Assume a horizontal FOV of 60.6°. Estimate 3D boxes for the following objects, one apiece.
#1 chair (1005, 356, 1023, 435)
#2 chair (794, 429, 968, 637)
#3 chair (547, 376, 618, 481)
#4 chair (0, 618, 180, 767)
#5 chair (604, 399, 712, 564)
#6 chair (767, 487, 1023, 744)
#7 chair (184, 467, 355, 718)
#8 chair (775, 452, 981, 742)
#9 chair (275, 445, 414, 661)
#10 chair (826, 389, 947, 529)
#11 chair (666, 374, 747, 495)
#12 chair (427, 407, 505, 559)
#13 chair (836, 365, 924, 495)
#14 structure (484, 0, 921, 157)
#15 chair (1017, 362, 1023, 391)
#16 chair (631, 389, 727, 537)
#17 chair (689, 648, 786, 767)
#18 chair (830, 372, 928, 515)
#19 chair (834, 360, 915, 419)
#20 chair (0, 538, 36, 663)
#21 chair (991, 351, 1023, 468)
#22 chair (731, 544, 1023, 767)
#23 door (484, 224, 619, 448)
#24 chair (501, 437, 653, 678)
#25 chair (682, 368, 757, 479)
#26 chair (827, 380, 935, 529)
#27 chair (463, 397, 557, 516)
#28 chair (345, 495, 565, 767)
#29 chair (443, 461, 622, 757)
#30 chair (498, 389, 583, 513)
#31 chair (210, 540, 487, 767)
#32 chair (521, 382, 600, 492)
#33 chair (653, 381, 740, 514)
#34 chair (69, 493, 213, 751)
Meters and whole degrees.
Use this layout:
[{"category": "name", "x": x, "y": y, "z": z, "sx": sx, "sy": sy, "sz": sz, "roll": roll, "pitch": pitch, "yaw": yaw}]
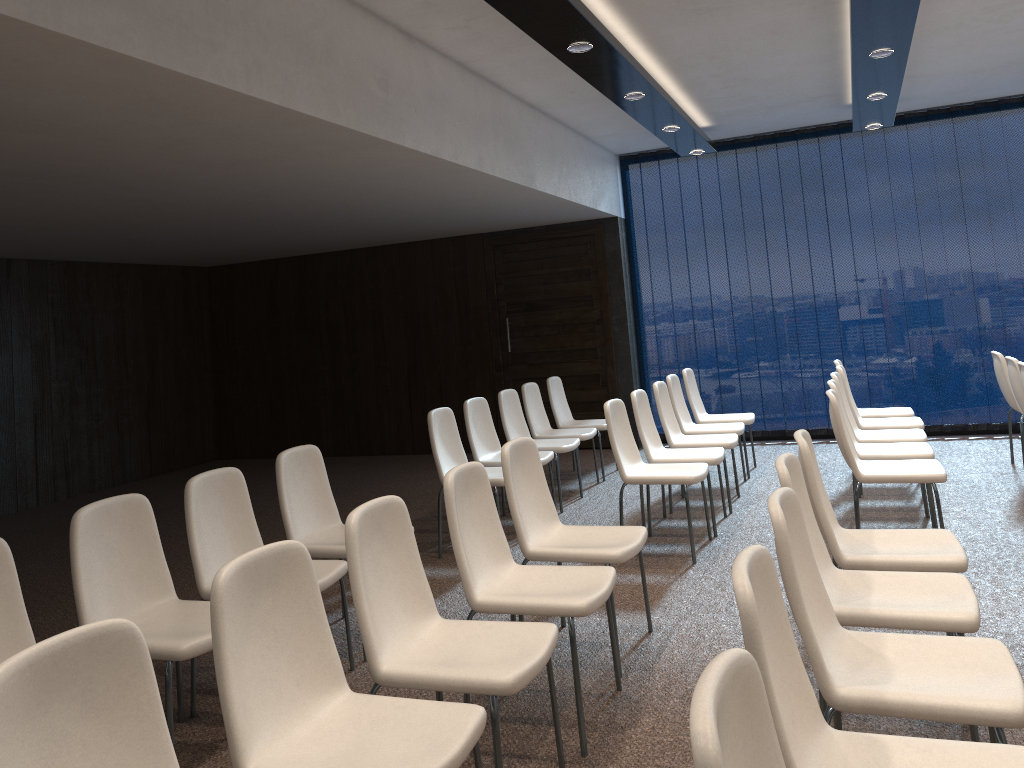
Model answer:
[{"category": "chair", "x": 3.770, "y": 0.244, "z": 6.033, "sx": 0.555, "sy": 0.909, "sz": 0.530, "roll": -6, "pitch": -3, "yaw": 20}, {"category": "chair", "x": 1.411, "y": 0.627, "z": 3.336, "sx": 0.555, "sy": 0.909, "sz": 0.530, "roll": -6, "pitch": -3, "yaw": 20}, {"category": "chair", "x": 0.641, "y": 0.372, "z": 7.905, "sx": 0.555, "sy": 0.909, "sz": 0.530, "roll": -6, "pitch": -3, "yaw": 21}, {"category": "chair", "x": -0.594, "y": 0.918, "z": 1.528, "sx": 0.554, "sy": 0.909, "sz": 0.530, "roll": -6, "pitch": -3, "yaw": 24}, {"category": "chair", "x": 0.881, "y": 0.537, "z": 5.257, "sx": 0.555, "sy": 0.909, "sz": 0.530, "roll": -6, "pitch": -3, "yaw": 23}, {"category": "chair", "x": 0.994, "y": 0.737, "z": 2.250, "sx": 0.555, "sy": 0.909, "sz": 0.530, "roll": -6, "pitch": -3, "yaw": 23}, {"category": "chair", "x": -1.009, "y": 0.807, "z": 3.621, "sx": 0.555, "sy": 0.909, "sz": 0.530, "roll": -6, "pitch": -3, "yaw": 20}, {"category": "chair", "x": 1.181, "y": 0.682, "z": 2.808, "sx": 0.555, "sy": 0.909, "sz": 0.530, "roll": -6, "pitch": -3, "yaw": 23}, {"category": "chair", "x": -0.793, "y": 0.749, "z": 4.198, "sx": 0.555, "sy": 0.909, "sz": 0.530, "roll": -6, "pitch": -3, "yaw": 20}, {"category": "chair", "x": 2.050, "y": 0.474, "z": 4.767, "sx": 0.555, "sy": 0.909, "sz": 0.530, "roll": -6, "pitch": -3, "yaw": 21}, {"category": "chair", "x": 1.550, "y": 0.365, "z": 6.939, "sx": 0.555, "sy": 0.909, "sz": 0.530, "roll": -6, "pitch": -3, "yaw": 21}, {"category": "chair", "x": -0.215, "y": 0.599, "z": 5.671, "sx": 0.555, "sy": 0.909, "sz": 0.530, "roll": -6, "pitch": -3, "yaw": 20}, {"category": "chair", "x": 2.728, "y": 0.301, "z": 6.452, "sx": 0.555, "sy": 0.909, "sz": 0.530, "roll": -6, "pitch": -3, "yaw": 23}, {"category": "structure", "x": 6.301, "y": -2.335, "z": 2.632, "sx": 13.083, "sy": 0.232, "sz": 8.086, "roll": -3, "pitch": 4, "yaw": 21}, {"category": "chair", "x": 3.562, "y": 0.297, "z": 5.519, "sx": 0.555, "sy": 0.909, "sz": 0.530, "roll": -6, "pitch": -3, "yaw": 21}, {"category": "chair", "x": 1.112, "y": 0.481, "z": 5.787, "sx": 0.555, "sy": 0.909, "sz": 0.530, "roll": -6, "pitch": -3, "yaw": 21}, {"category": "chair", "x": 0.558, "y": 0.852, "z": 1.109, "sx": 0.555, "sy": 0.909, "sz": 0.530, "roll": -6, "pitch": -3, "yaw": 23}, {"category": "chair", "x": 2.482, "y": 0.361, "z": 5.885, "sx": 0.554, "sy": 0.909, "sz": 0.530, "roll": -6, "pitch": -3, "yaw": 24}, {"category": "chair", "x": 2.929, "y": 0.243, "z": 7.043, "sx": 0.555, "sy": 0.909, "sz": 0.530, "roll": -6, "pitch": -3, "yaw": 23}, {"category": "chair", "x": -1.416, "y": 0.917, "z": 2.519, "sx": 0.555, "sy": 0.909, "sz": 0.530, "roll": -6, "pitch": -3, "yaw": 20}, {"category": "chair", "x": 3.986, "y": 0.186, "z": 6.610, "sx": 0.555, "sy": 0.909, "sz": 0.530, "roll": -6, "pitch": -3, "yaw": 21}, {"category": "chair", "x": 0.756, "y": 0.796, "z": 1.685, "sx": 0.555, "sy": 0.909, "sz": 0.530, "roll": -6, "pitch": -3, "yaw": 22}, {"category": "door", "x": 0.447, "y": -0.488, "z": 9.640, "sx": 1.393, "sy": 2.431, "sz": 0.267, "roll": -6, "pitch": -5, "yaw": 21}, {"category": "chair", "x": 0.284, "y": 0.688, "z": 3.800, "sx": 0.555, "sy": 0.909, "sz": 0.530, "roll": -6, "pitch": -3, "yaw": 23}, {"category": "chair", "x": 1.786, "y": 0.306, "z": 7.502, "sx": 0.555, "sy": 0.909, "sz": 0.530, "roll": -6, "pitch": -3, "yaw": 22}, {"category": "chair", "x": 2.264, "y": 0.417, "z": 5.341, "sx": 0.555, "sy": 0.909, "sz": 0.530, "roll": -6, "pitch": -3, "yaw": 21}, {"category": "chair", "x": -0.013, "y": 0.541, "z": 6.255, "sx": 0.554, "sy": 0.909, "sz": 0.530, "roll": -6, "pitch": -3, "yaw": 23}, {"category": "chair", "x": -0.167, "y": 0.806, "z": 2.635, "sx": 0.555, "sy": 0.909, "sz": 0.530, "roll": -6, "pitch": -3, "yaw": 20}, {"category": "chair", "x": 0.081, "y": 0.746, "z": 3.204, "sx": 0.555, "sy": 0.909, "sz": 0.530, "roll": -6, "pitch": -3, "yaw": 20}, {"category": "chair", "x": 0.222, "y": 0.483, "z": 6.815, "sx": 0.555, "sy": 0.909, "sz": 0.530, "roll": -6, "pitch": -3, "yaw": 22}, {"category": "chair", "x": -0.381, "y": 0.861, "z": 2.100, "sx": 0.555, "sy": 0.909, "sz": 0.530, "roll": -6, "pitch": -3, "yaw": 23}, {"category": "chair", "x": 0.409, "y": 0.429, "z": 7.372, "sx": 0.555, "sy": 0.909, "sz": 0.530, "roll": -6, "pitch": -3, "yaw": 21}, {"category": "chair", "x": 1.350, "y": 0.421, "z": 6.360, "sx": 0.555, "sy": 0.909, "sz": 0.530, "roll": -6, "pitch": -3, "yaw": 21}, {"category": "chair", "x": -1.216, "y": 0.860, "z": 3.107, "sx": 0.555, "sy": 0.909, "sz": 0.530, "roll": -6, "pitch": -3, "yaw": 21}]
